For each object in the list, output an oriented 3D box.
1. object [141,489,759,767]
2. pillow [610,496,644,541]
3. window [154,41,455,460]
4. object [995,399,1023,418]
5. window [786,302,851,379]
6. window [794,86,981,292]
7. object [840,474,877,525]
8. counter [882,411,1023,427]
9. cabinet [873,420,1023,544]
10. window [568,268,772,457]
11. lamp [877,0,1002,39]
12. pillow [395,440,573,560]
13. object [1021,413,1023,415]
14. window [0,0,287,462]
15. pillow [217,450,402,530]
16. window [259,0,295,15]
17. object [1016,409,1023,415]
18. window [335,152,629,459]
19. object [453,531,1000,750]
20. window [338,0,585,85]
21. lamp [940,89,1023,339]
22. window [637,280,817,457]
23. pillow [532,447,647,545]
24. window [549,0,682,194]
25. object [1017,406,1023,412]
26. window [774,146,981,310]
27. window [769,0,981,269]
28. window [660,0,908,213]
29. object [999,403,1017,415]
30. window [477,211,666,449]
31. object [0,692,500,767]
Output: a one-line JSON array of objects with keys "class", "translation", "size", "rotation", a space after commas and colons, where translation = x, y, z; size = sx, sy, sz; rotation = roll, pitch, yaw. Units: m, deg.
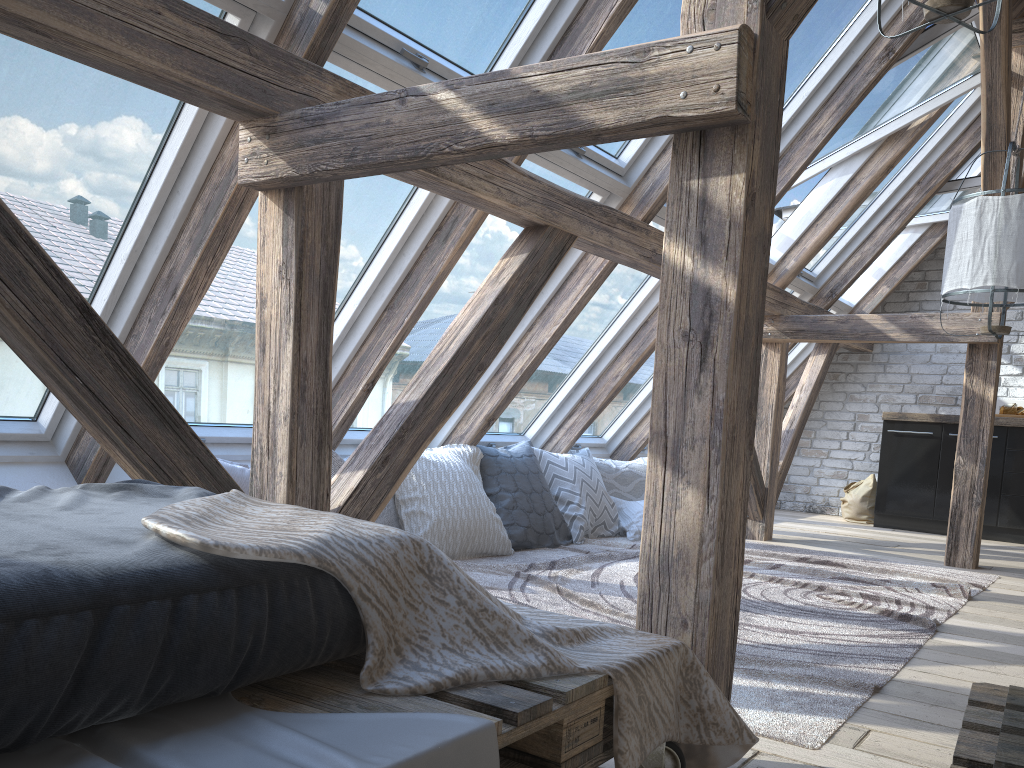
[{"class": "object", "translation": [-0.143, 0.439, 1.594], "size": [1.011, 0.477, 0.805], "rotation": [4, 0, -26]}, {"class": "pillow", "translation": [0.857, 0.793, 5.087], "size": [0.537, 0.244, 0.472], "rotation": [4, -1, -14]}, {"class": "window", "translation": [-0.754, -0.344, 2.945], "size": [1.090, 1.287, 0.854], "rotation": [5, 3, 35]}, {"class": "object", "translation": [3.538, 0.177, 6.180], "size": [0.380, 0.134, 0.590], "rotation": [3, -2, 23]}, {"class": "window", "translation": [1.864, -0.050, 6.723], "size": [1.090, 1.287, 0.854], "rotation": [5, 3, 35]}, {"class": "window", "translation": [2.231, -1.271, 5.298], "size": [1.090, 1.287, 0.854], "rotation": [5, 3, 35]}, {"class": "object", "translation": [2.700, 0.876, 6.833], "size": [0.338, 0.392, 0.390], "rotation": [2, 2, -30]}, {"class": "counter", "translation": [3.930, 0.655, 4.923], "size": [3.793, 0.858, 2.243], "rotation": [2, -2, 35]}, {"class": "cabinet", "translation": [4.188, -0.165, 4.791], "size": [4.193, 2.527, 2.091], "rotation": [4, 2, 35]}, {"class": "window", "translation": [0.817, -0.167, 5.211], "size": [1.090, 1.287, 0.854], "rotation": [5, 3, 35]}, {"class": "lamp", "translation": [1.080, -1.524, 2.038], "size": [0.407, 1.315, 0.397], "rotation": [4, 5, 11]}, {"class": "pillow", "translation": [-0.135, 0.534, 4.262], "size": [0.465, 0.566, 1.273], "rotation": [5, 0, 36]}, {"class": "object", "translation": [3.519, 0.194, 6.033], "size": [0.073, 0.055, 0.082], "rotation": [4, 0, 11]}, {"class": "window", "translation": [-1.278, -0.402, 2.189], "size": [1.090, 1.287, 0.854], "rotation": [5, 3, 35]}, {"class": "pillow", "translation": [-0.723, 0.505, 3.464], "size": [0.433, 0.528, 1.133], "rotation": [5, 0, 27]}, {"class": "window", "translation": [-0.425, -1.566, 1.546], "size": [1.343, 1.286, 0.854], "rotation": [5, 3, 35]}, {"class": "object", "translation": [3.491, 0.191, 6.027], "size": [0.072, 0.058, 0.083], "rotation": [4, 0, 10]}, {"class": "window", "translation": [-0.231, -0.285, 3.700], "size": [1.090, 1.287, 0.854], "rotation": [5, 3, 35]}, {"class": "object", "translation": [0.653, 0.805, 3.750], "size": [2.176, 0.057, 3.190], "rotation": [2, -2, 35]}, {"class": "window", "translation": [0.136, -1.506, 2.276], "size": [1.090, 1.287, 0.854], "rotation": [5, 3, 35]}, {"class": "lamp", "translation": [1.914, -1.133, 3.292], "size": [0.408, 1.911, 0.395], "rotation": [2, 5, -14]}, {"class": "window", "translation": [1.340, -0.108, 5.967], "size": [1.090, 1.287, 0.854], "rotation": [5, 3, 35]}, {"class": "pillow", "translation": [0.525, 0.635, 5.143], "size": [0.498, 0.537, 1.156], "rotation": [5, 0, 40]}, {"class": "window", "translation": [0.660, -1.447, 3.031], "size": [1.090, 1.287, 0.854], "rotation": [5, 3, 35]}, {"class": "object", "translation": [3.498, 0.189, 6.084], "size": [0.074, 0.067, 0.079], "rotation": [4, 1, 7]}, {"class": "window", "translation": [2.704, -1.214, 6.089], "size": [1.512, 1.286, 0.854], "rotation": [4, 3, 35]}, {"class": "window", "translation": [1.667, -1.331, 4.570], "size": [1.398, 1.286, 0.854], "rotation": [4, 3, 35]}, {"class": "window", "translation": [1.184, -1.388, 3.787], "size": [1.090, 1.287, 0.854], "rotation": [5, 3, 35]}, {"class": "object", "translation": [3.413, 0.173, 6.053], "size": [0.090, 0.088, 0.086], "rotation": [4, 2, 12]}, {"class": "window", "translation": [0.293, -0.226, 4.456], "size": [1.090, 1.287, 0.854], "rotation": [5, 3, 35]}, {"class": "object", "translation": [-0.364, 0.482, 0.819], "size": [0.503, 0.279, 0.707], "rotation": [3, -1, 19]}]
